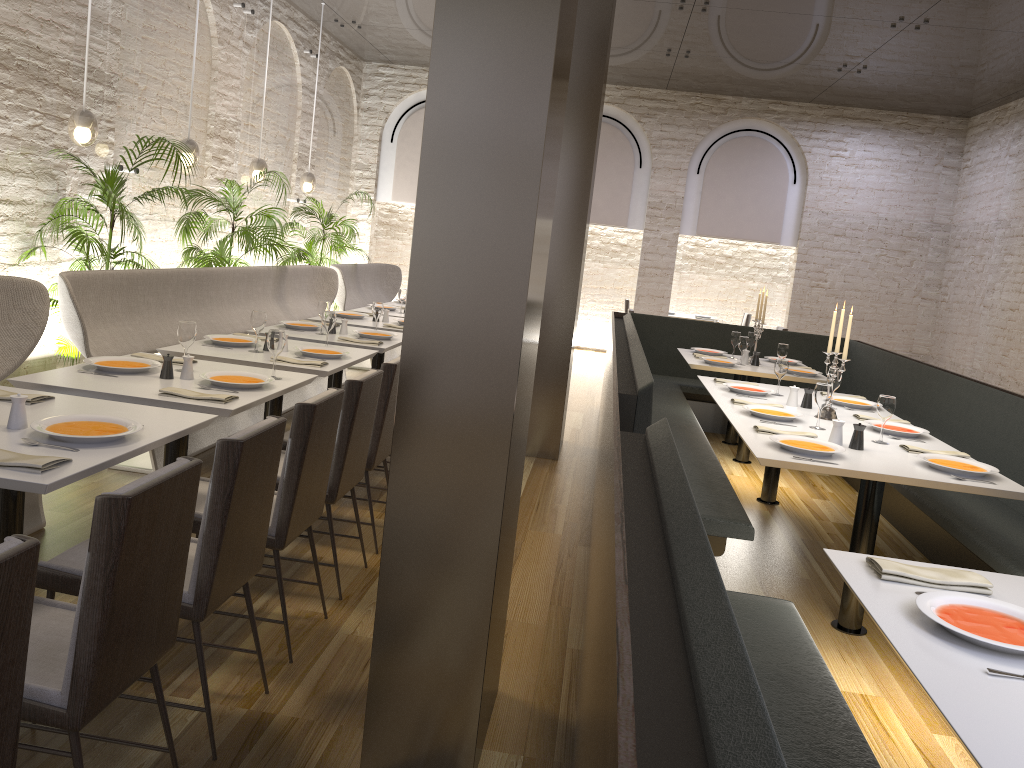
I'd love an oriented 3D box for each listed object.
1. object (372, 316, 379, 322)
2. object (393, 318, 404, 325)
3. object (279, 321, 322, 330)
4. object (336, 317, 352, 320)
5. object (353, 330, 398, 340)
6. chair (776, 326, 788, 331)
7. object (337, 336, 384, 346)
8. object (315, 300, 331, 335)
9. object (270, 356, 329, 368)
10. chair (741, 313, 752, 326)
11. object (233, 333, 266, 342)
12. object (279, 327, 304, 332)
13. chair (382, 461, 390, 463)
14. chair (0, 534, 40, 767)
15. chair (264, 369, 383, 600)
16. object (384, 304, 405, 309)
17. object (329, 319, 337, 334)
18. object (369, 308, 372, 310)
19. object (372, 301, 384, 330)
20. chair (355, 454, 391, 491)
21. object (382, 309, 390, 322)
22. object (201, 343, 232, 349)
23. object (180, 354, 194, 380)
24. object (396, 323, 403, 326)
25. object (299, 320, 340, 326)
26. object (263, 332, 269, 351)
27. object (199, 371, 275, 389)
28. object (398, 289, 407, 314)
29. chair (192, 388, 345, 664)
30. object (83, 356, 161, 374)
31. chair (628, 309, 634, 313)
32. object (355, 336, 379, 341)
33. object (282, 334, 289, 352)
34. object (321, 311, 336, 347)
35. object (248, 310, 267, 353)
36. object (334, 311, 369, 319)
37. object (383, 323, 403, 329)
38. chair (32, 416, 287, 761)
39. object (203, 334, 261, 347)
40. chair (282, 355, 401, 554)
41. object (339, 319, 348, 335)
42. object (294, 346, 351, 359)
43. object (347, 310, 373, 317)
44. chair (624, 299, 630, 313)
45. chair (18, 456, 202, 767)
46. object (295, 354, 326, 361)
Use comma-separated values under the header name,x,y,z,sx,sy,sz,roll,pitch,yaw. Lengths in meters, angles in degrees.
name,x,y,z,sx,sy,sz,roll,pitch,yaw
object,-1.122,-0.573,7.339,0.059,0.109,0.060,6,7,-3
object,-0.830,-0.507,7.379,0.321,0.036,0.323,4,9,-16
object,-1.490,-0.410,6.276,0.321,0.036,0.323,4,9,-16
object,-1.386,-0.540,7.254,0.185,0.010,0.017,7,8,6
object,-0.959,-0.341,6.221,0.321,0.036,0.323,4,9,-16
chair,2.919,-0.254,10.578,0.566,0.901,0.413,7,7,6
object,-1.001,-0.284,5.867,0.273,0.033,0.143,7,9,6
object,-1.290,-0.453,6.052,0.086,0.230,0.087,0,9,-42
object,-1.130,-0.120,4.718,0.273,0.033,0.143,7,9,6
chair,3.217,-0.634,13.239,0.566,0.901,0.413,7,7,6
object,-1.564,-0.285,5.464,0.273,0.033,0.143,7,9,6
object,-1.516,-0.374,6.096,0.185,0.010,0.017,7,8,6
chair,-0.709,0.130,5.475,0.566,0.901,0.413,7,7,6
chair,-1.159,0.704,1.456,0.566,0.901,0.413,7,7,6
chair,-0.899,0.373,3.774,0.566,0.901,0.413,7,7,6
object,-1.182,-0.772,8.877,0.273,0.033,0.143,7,9,6
object,-1.252,-0.408,6.181,0.059,0.109,0.060,6,7,-3
object,-1.262,-0.698,8.360,0.185,0.010,0.017,7,8,6
object,-0.988,-0.485,6.476,0.086,0.230,0.087,0,9,-42
chair,-0.771,0.209,4.920,0.566,0.901,0.413,7,7,6
object,-1.048,-0.571,7.377,0.059,0.109,0.060,6,7,-3
object,-1.644,-0.210,4.947,0.185,0.010,0.017,7,8,6
object,-1.435,-0.077,3.920,0.059,0.109,0.059,8,7,14
object,-0.856,-0.474,7.200,0.181,0.015,0.038,8,9,7
object,-1.435,-0.449,6.613,0.273,0.033,0.143,7,9,6
object,-1.380,-0.244,5.032,0.059,0.109,0.060,6,7,-3
object,-1.216,-0.013,3.922,0.323,0.036,0.322,14,11,40
object,-1.035,-0.779,8.333,0.087,0.230,0.086,11,8,35
chair,-0.962,0.453,3.213,0.566,0.901,0.413,7,7,6
object,-1.747,-0.081,3.977,0.323,0.036,0.322,14,11,40
chair,1.623,-0.420,10.707,0.566,0.901,0.413,7,7,6
object,-0.985,-0.309,6.042,0.181,0.015,0.038,8,9,7
object,-1.306,-0.241,5.070,0.059,0.109,0.060,6,7,-3
object,-1.114,-0.324,5.352,0.086,0.230,0.086,8,7,12
object,-1.415,-0.292,4.929,0.086,0.230,0.086,1,8,-36
object,-1.360,-0.575,7.434,0.321,0.036,0.323,4,9,-16
object,-0.872,-0.449,7.025,0.273,0.033,0.143,7,9,6
chair,-1.028,0.537,2.626,0.566,0.901,0.413,7,7,6
object,-1.618,-0.246,5.128,0.321,0.036,0.323,5,9,-12
chair,-0.837,0.293,4.333,0.566,0.901,0.413,7,7,6
object,-1.177,-0.405,6.219,0.059,0.109,0.060,6,7,-3
object,-1.088,-0.177,5.073,0.321,0.036,0.323,5,9,-12
object,-1.306,-0.614,7.771,0.273,0.033,0.143,7,9,6
chair,1.921,-0.801,13.368,0.566,0.901,0.413,7,7,6
chair,-1.090,0.617,2.067,0.566,0.901,0.413,7,7,6
object,-1.114,-0.144,4.893,0.181,0.015,0.038,8,9,7
